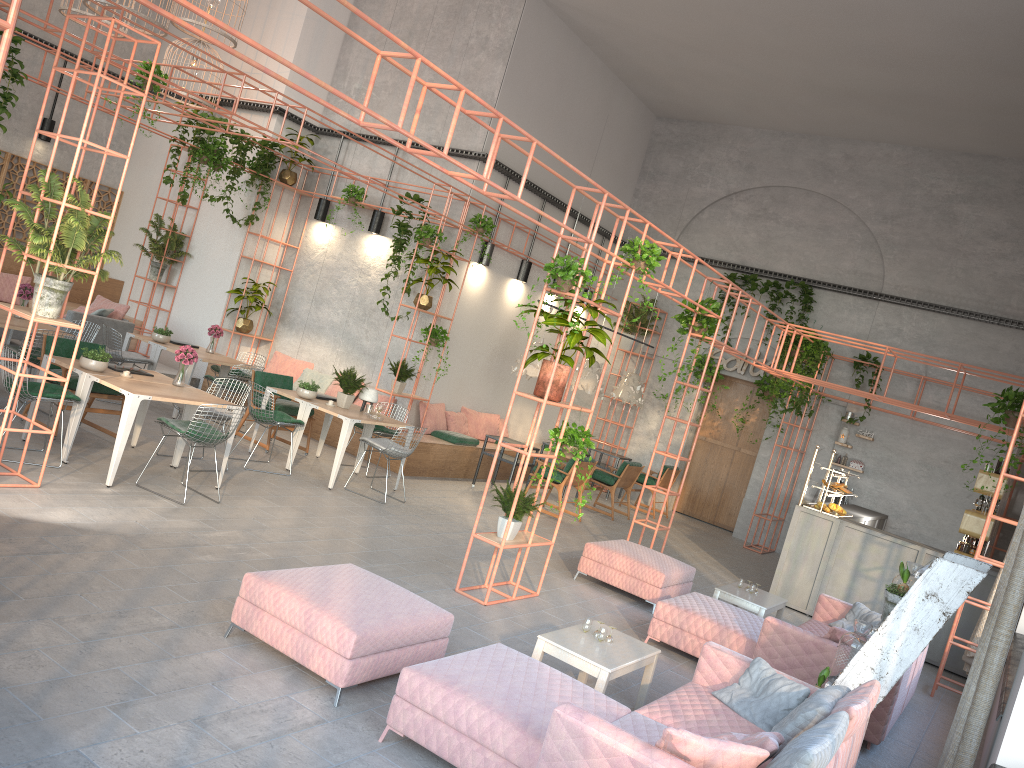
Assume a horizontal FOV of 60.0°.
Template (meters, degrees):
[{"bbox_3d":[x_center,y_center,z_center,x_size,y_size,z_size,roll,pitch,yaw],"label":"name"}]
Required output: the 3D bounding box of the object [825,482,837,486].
[{"bbox_3d":[4.014,1.257,11.163,0.093,0.050,0.138,14,3,-43],"label":"object"}]

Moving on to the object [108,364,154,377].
[{"bbox_3d":[-3.763,-0.132,8.677,0.268,0.031,0.427,18,3,31],"label":"object"}]

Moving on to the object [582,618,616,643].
[{"bbox_3d":[0.557,1.626,5.769,0.156,0.145,0.199,14,3,-44],"label":"object"}]

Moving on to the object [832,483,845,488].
[{"bbox_3d":[4.092,1.274,11.112,0.142,0.087,0.094,18,3,39],"label":"object"}]

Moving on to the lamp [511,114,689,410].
[{"bbox_3d":[1.739,-1.763,14.462,0.704,4.052,4.456,18,3,31],"label":"lamp"}]

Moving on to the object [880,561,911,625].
[{"bbox_3d":[2.543,1.383,5.790,0.217,0.457,0.212,14,3,-42],"label":"object"}]

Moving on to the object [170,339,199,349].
[{"bbox_3d":[-4.669,-0.574,12.524,0.268,0.031,0.427,18,3,31],"label":"object"}]

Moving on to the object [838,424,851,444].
[{"bbox_3d":[5.614,0.835,14.972,0.145,0.336,0.136,14,3,-45],"label":"object"}]

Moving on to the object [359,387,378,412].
[{"bbox_3d":[-1.771,0.203,10.883,0.241,0.313,0.241,16,2,-14],"label":"object"}]

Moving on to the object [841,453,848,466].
[{"bbox_3d":[5.603,1.268,14.924,0.081,0.204,0.081,18,3,31],"label":"object"}]

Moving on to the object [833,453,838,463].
[{"bbox_3d":[5.481,1.250,15.013,0.092,0.164,0.055,15,3,-40],"label":"object"}]

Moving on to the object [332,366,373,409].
[{"bbox_3d":[-1.982,0.027,10.671,0.438,0.527,0.368,18,3,31],"label":"object"}]

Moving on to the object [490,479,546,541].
[{"bbox_3d":[-0.002,1.071,7.617,0.438,0.527,0.368,18,3,31],"label":"object"}]

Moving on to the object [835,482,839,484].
[{"bbox_3d":[4.125,1.294,11.332,0.135,0.090,0.084,17,2,28],"label":"object"}]

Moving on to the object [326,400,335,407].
[{"bbox_3d":[-2.148,0.224,10.512,0.115,0.078,0.115,18,3,37],"label":"object"}]

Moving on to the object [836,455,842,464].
[{"bbox_3d":[5.522,1.270,14.962,0.063,0.151,0.063,17,2,17],"label":"object"}]

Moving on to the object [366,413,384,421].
[{"bbox_3d":[-1.619,0.392,10.479,0.218,0.041,0.218,18,3,39],"label":"object"}]

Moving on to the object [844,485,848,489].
[{"bbox_3d":[4.188,1.304,11.278,0.149,0.081,0.088,17,2,16],"label":"object"}]

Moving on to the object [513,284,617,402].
[{"bbox_3d":[0.423,-0.327,7.449,0.924,0.946,0.923,16,2,-3],"label":"object"}]

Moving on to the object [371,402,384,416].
[{"bbox_3d":[-1.641,0.315,10.885,0.165,0.154,0.210,17,2,21],"label":"object"}]

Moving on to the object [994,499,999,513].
[{"bbox_3d":[6.749,1.680,12.412,0.075,0.273,0.075,16,2,-3],"label":"object"}]

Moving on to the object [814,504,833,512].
[{"bbox_3d":[3.978,1.580,11.322,0.243,0.062,0.091,17,2,25],"label":"object"}]

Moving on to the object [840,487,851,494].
[{"bbox_3d":[4.160,1.326,11.089,0.152,0.058,0.095,17,2,22],"label":"object"}]

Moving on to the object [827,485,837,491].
[{"bbox_3d":[4.037,1.298,11.200,0.146,0.064,0.101,17,2,27],"label":"object"}]

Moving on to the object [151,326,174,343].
[{"bbox_3d":[-4.723,-0.680,11.969,0.248,0.247,0.254,18,3,31],"label":"object"}]

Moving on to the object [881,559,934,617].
[{"bbox_3d":[2.683,1.391,6.009,0.216,0.500,0.216,15,2,-27],"label":"object"}]

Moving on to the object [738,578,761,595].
[{"bbox_3d":[2.341,2.032,8.794,0.156,0.145,0.199,14,3,-44],"label":"object"}]

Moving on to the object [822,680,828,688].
[{"bbox_3d":[2.141,2.207,6.086,0.208,0.320,0.192,18,3,37],"label":"object"}]

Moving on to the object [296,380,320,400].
[{"bbox_3d":[-2.419,0.053,10.511,0.248,0.247,0.254,18,3,31],"label":"object"}]

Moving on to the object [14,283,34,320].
[{"bbox_3d":[-5.588,-0.950,10.146,0.213,0.414,0.225,17,2,23],"label":"object"}]

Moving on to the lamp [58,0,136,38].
[{"bbox_3d":[-5.372,-6.702,12.337,0.883,3.476,0.883,16,2,-6],"label":"lamp"}]

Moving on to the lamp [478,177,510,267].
[{"bbox_3d":[-0.250,-2.550,13.873,0.185,1.425,0.179,18,3,31],"label":"lamp"}]

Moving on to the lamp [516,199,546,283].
[{"bbox_3d":[0.360,-2.412,14.907,0.185,1.425,0.179,18,3,31],"label":"lamp"}]

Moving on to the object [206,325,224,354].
[{"bbox_3d":[-4.205,-0.636,12.491,0.213,0.414,0.225,17,2,23],"label":"object"}]

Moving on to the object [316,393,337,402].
[{"bbox_3d":[-2.365,0.159,11.067,0.268,0.031,0.427,18,3,31],"label":"object"}]

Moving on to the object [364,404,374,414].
[{"bbox_3d":[-1.725,0.312,10.685,0.095,0.119,0.095,15,3,-35],"label":"object"}]

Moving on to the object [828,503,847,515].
[{"bbox_3d":[4.094,1.570,11.152,0.240,0.104,0.073,17,2,12],"label":"object"}]

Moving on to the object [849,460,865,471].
[{"bbox_3d":[5.769,1.355,14.814,0.219,0.149,0.129,18,3,31],"label":"object"}]

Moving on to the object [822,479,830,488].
[{"bbox_3d":[3.980,1.266,11.249,0.111,0.092,0.098,18,2,30],"label":"object"}]

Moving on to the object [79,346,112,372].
[{"bbox_3d":[-3.816,-0.238,8.122,0.247,0.247,0.252,18,3,31],"label":"object"}]

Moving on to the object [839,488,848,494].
[{"bbox_3d":[4.158,1.335,11.121,0.132,0.051,0.099,18,2,29],"label":"object"}]

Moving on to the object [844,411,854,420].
[{"bbox_3d":[5.690,0.542,14.957,0.133,0.145,0.133,16,2,-7],"label":"object"}]

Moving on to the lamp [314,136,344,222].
[{"bbox_3d":[-2.961,-3.372,14.528,0.179,1.425,0.185,18,3,31],"label":"lamp"}]

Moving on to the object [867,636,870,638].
[{"bbox_3d":[2.354,1.857,5.967,0.223,0.297,0.223,15,3,-40],"label":"object"}]

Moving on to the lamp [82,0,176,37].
[{"bbox_3d":[-3.779,-5.697,9.731,0.883,3.476,0.883,16,2,-6],"label":"lamp"}]

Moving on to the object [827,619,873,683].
[{"bbox_3d":[2.227,1.758,5.778,0.219,0.430,0.216,17,2,25],"label":"object"}]

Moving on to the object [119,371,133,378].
[{"bbox_3d":[-3.607,-0.095,8.295,0.115,0.073,0.115,17,2,25],"label":"object"}]

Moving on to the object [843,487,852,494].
[{"bbox_3d":[4.233,1.342,11.206,0.151,0.049,0.099,17,2,16],"label":"object"}]

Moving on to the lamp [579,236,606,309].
[{"bbox_3d":[1.574,-2.136,16.965,0.185,1.425,0.179,18,3,31],"label":"lamp"}]

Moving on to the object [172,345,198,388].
[{"bbox_3d":[-3.199,-0.177,8.634,0.213,0.414,0.225,17,2,23],"label":"object"}]

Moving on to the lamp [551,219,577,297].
[{"bbox_3d":[0.964,-2.274,15.931,0.185,1.425,0.179,18,3,31],"label":"lamp"}]

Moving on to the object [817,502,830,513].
[{"bbox_3d":[3.954,1.557,11.246,0.089,0.095,0.237,15,2,-25],"label":"object"}]

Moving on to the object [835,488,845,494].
[{"bbox_3d":[4.126,1.333,11.155,0.151,0.052,0.097,18,3,33],"label":"object"}]

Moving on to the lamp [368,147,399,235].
[{"bbox_3d":[-1.975,-3.058,13.904,0.179,1.425,0.185,18,3,31],"label":"lamp"}]

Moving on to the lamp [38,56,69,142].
[{"bbox_3d":[-7.536,-4.713,14.642,0.185,1.436,0.179,18,3,31],"label":"lamp"}]

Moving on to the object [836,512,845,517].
[{"bbox_3d":[4.126,1.600,11.232,0.090,0.110,0.232,15,3,-39],"label":"object"}]

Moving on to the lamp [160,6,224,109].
[{"bbox_3d":[-4.623,-6.102,13.778,0.883,3.476,0.883,16,2,-6],"label":"lamp"}]

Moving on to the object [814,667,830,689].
[{"bbox_3d":[2.014,2.100,5.887,0.225,0.464,0.236,17,2,9],"label":"object"}]

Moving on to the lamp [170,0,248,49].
[{"bbox_3d":[-3.708,-6.428,12.012,0.883,3.476,0.883,16,2,-6],"label":"lamp"}]

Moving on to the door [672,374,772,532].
[{"bbox_3d":[4.112,1.287,16.748,1.360,2.729,0.551,18,3,31],"label":"door"}]
